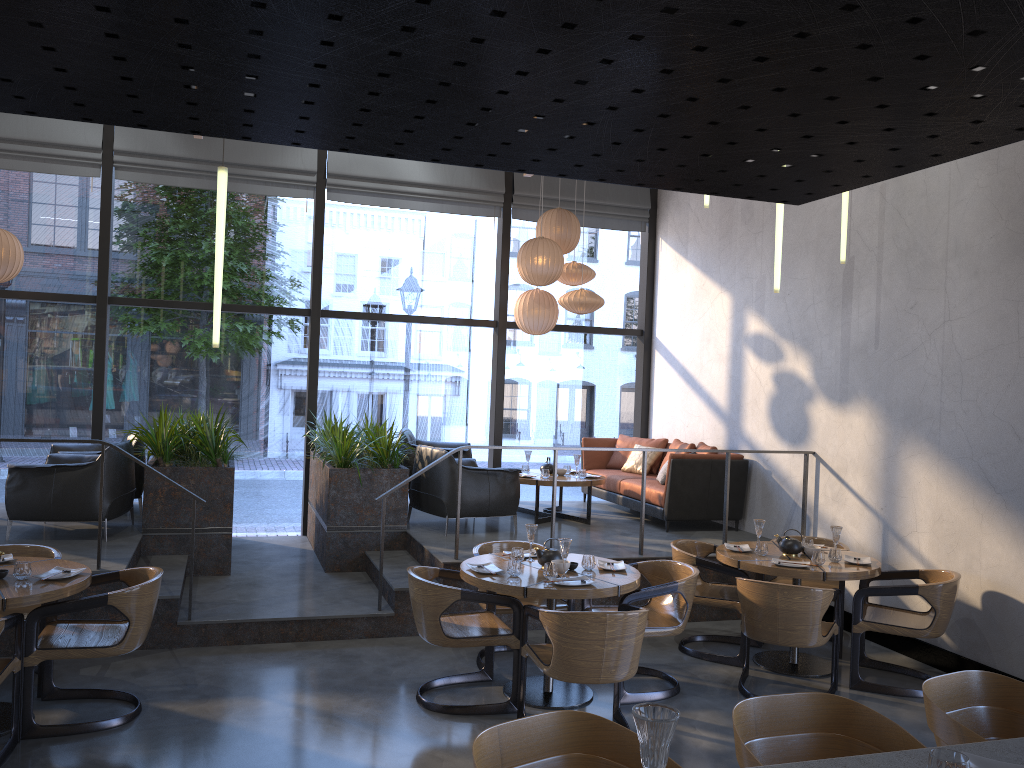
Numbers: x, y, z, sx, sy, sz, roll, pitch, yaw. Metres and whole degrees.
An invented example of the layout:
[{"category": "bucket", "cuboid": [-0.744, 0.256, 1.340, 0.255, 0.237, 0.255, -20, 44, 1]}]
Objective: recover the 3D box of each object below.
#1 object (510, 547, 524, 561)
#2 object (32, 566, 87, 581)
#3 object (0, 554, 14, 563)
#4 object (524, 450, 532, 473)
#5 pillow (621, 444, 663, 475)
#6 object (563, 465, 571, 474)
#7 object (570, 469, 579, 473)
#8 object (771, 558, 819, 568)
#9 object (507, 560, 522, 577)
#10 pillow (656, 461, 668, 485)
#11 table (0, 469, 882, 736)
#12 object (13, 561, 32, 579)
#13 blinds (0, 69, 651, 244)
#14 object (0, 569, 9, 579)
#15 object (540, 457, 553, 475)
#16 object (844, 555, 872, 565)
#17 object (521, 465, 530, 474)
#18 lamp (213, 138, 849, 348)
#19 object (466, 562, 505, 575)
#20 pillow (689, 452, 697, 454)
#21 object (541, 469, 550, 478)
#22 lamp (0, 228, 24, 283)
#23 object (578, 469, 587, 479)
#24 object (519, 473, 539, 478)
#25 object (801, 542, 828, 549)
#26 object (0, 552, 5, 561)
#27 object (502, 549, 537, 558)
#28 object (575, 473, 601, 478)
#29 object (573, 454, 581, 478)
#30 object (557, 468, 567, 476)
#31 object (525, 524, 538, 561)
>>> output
[{"category": "object", "cuboid": [0.034, 1.075, 5.568, 0.086, 0.086, 0.086, 2, 0, -36]}, {"category": "object", "cuboid": [-2.403, 1.010, 4.687, 0.170, 0.025, 0.294, 2, 0, 1]}, {"category": "object", "cuboid": [-2.959, 0.987, 4.962, 0.294, 0.025, 0.170, 2, 0, -33]}, {"category": "object", "cuboid": [0.162, 0.792, 9.050, 0.082, 0.227, 0.082, 2, 0, -36]}, {"category": "pillow", "cuboid": [1.419, 0.828, 9.732, 0.289, 0.311, 0.393, 2, 0, -37]}, {"category": "object", "cuboid": [0.564, 0.879, 9.107, 0.086, 0.086, 0.086, 2, 0, -14]}, {"category": "object", "cuboid": [0.644, 0.913, 9.248, 0.170, 0.025, 0.294, 2, 0, -37]}, {"category": "object", "cuboid": [1.848, 1.178, 5.796, 0.294, 0.025, 0.170, 2, 0, 20]}, {"category": "object", "cuboid": [0.014, 1.075, 5.161, 0.086, 0.086, 0.086, 2, 0, 7]}, {"category": "pillow", "cuboid": [1.561, 0.861, 8.839, 0.203, 0.263, 0.332, 2, 0, 2]}, {"category": "table", "cuboid": [-2.652, 1.282, 4.964, 10.659, 0.968, 6.876, 2, 0, -17]}, {"category": "object", "cuboid": [-2.554, 0.973, 4.627, 0.086, 0.086, 0.086, 2, 0, 30]}, {"category": "blinds", "cuboid": [-6.044, -3.118, 4.516, 8.760, 2.314, 17.610, 2, 0, 26]}, {"category": "object", "cuboid": [-2.657, 0.991, 4.603, 0.080, 0.042, 0.080, 2, 0, 6]}, {"category": "object", "cuboid": [0.365, 0.825, 8.982, 0.168, 0.179, 0.163, 2, 0, 38]}, {"category": "object", "cuboid": [2.337, 1.197, 5.993, 0.170, 0.025, 0.294, 2, 0, 20]}, {"category": "object", "cuboid": [0.135, 0.862, 8.947, 0.086, 0.086, 0.086, 2, 0, 20]}, {"category": "lamp", "cuboid": [-0.256, -5.240, 1.285, 8.975, 10.231, 8.774, 2, 0, -20]}, {"category": "object", "cuboid": [-0.152, 1.099, 5.251, 0.170, 0.025, 0.294, 2, 0, -21]}, {"category": "pillow", "cuboid": [1.640, 0.832, 8.566, 0.242, 0.345, 0.418, 2, 0, 23]}, {"category": "object", "cuboid": [0.322, 0.870, 8.595, 0.086, 0.086, 0.086, 2, 0, -14]}, {"category": "lamp", "cuboid": [-2.450, -2.348, 5.011, 0.468, 3.124, 6.999, 2, 0, -37]}, {"category": "object", "cuboid": [0.691, 0.885, 8.714, 0.086, 0.086, 0.086, 2, 0, -14]}, {"category": "object", "cuboid": [0.137, 0.894, 8.633, 0.170, 0.025, 0.294, 2, 0, -37]}, {"category": "object", "cuboid": [2.179, 1.191, 6.529, 0.294, 0.025, 0.170, 2, 0, 42]}, {"category": "object", "cuboid": [-2.785, 0.917, 4.655, 0.168, 0.179, 0.163, 2, 0, 36]}, {"category": "object", "cuboid": [0.062, 1.107, 5.756, 0.294, 0.025, 0.170, 2, 0, -33]}, {"category": "object", "cuboid": [0.776, 0.919, 8.840, 0.170, 0.025, 0.294, 2, 0, -37]}, {"category": "object", "cuboid": [0.643, 0.812, 8.782, 0.082, 0.227, 0.082, 2, 0, 25]}, {"category": "object", "cuboid": [0.494, 0.887, 8.913, 0.116, 0.065, 0.116, 2, 0, 12]}, {"category": "object", "cuboid": [0.120, 1.008, 5.633, 0.082, 0.227, 0.082, 2, 0, 3]}]
